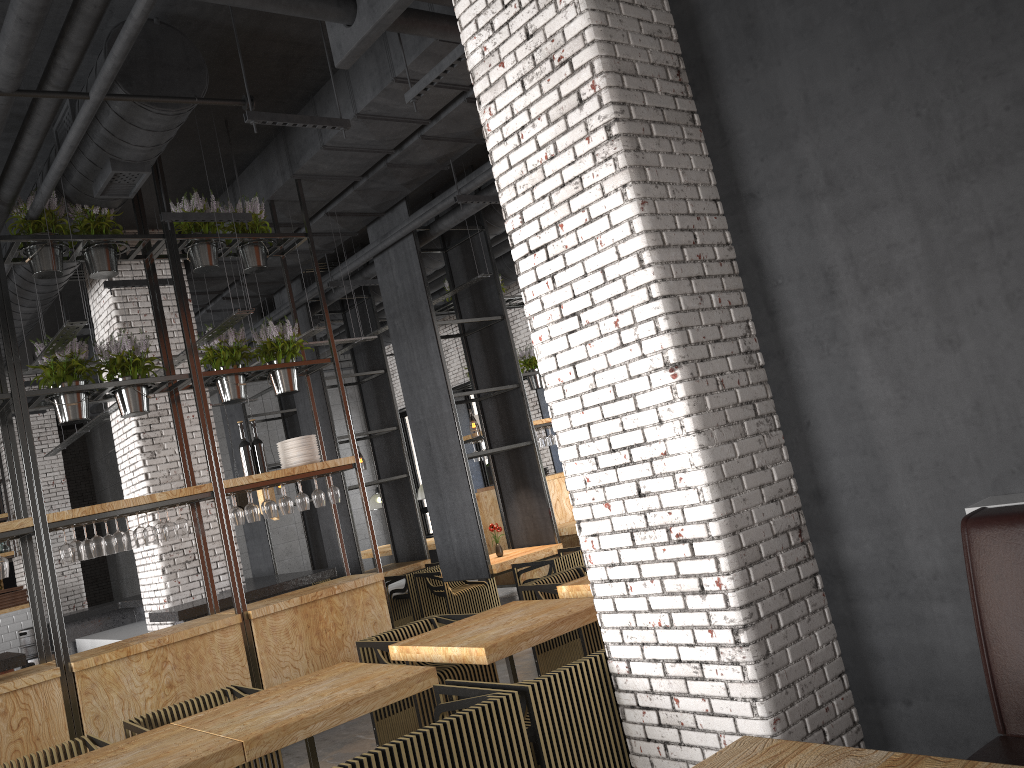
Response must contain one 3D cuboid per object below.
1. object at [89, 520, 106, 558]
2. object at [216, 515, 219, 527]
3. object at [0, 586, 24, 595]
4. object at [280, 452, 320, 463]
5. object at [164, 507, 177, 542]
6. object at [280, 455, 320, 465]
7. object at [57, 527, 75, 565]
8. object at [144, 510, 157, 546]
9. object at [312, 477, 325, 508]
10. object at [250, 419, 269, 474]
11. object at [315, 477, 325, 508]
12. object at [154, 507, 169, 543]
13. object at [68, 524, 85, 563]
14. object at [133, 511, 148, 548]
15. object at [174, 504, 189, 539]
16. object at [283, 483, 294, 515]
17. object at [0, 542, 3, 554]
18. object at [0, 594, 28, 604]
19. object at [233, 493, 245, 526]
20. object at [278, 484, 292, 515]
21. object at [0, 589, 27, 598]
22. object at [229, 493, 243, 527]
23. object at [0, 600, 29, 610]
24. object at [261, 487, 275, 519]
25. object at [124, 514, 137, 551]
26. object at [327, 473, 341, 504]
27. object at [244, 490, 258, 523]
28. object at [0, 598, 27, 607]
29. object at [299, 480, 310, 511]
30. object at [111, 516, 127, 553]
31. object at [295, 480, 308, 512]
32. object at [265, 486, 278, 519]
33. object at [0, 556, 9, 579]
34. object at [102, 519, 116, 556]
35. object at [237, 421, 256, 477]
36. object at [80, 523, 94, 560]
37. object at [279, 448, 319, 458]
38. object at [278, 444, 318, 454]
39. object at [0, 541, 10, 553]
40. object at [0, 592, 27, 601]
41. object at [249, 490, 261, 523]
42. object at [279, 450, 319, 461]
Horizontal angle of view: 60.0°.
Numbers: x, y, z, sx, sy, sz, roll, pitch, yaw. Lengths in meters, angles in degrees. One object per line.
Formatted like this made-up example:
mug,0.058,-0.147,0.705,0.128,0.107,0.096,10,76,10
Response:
object,-2.928,1.083,6.245,0.101,0.268,0.100,-10,-7,-25
object,-2.329,1.028,7.104,0.101,0.268,0.100,-13,-6,-3
object,-7.710,3.163,13.466,0.407,0.094,0.634,-8,-7,-42
object,-1.793,0.634,7.506,0.334,0.040,0.334,-14,-6,14
object,-2.649,1.077,6.839,0.101,0.268,0.100,-10,-7,-25
object,-1.788,0.653,7.504,0.334,0.037,0.334,-15,-6,17
object,-3.206,1.161,6.376,0.101,0.268,0.100,-10,-7,-25
object,-2.762,1.094,6.745,0.101,0.268,0.100,-10,-7,-25
object,-1.614,0.885,7.336,0.101,0.268,0.101,-15,-7,14
object,-2.094,0.523,7.303,0.098,0.472,0.098,-14,-7,13
object,-1.674,0.929,7.649,0.101,0.268,0.101,-15,-7,14
object,-2.589,1.032,6.526,0.101,0.268,0.100,-10,-7,-25
object,-3.034,1.099,6.157,0.101,0.268,0.100,-10,-7,-25
object,-2.702,1.049,6.433,0.101,0.268,0.100,-10,-7,-25
object,-2.477,1.015,6.620,0.101,0.268,0.100,-10,-7,-25
object,-1.900,0.963,7.461,0.101,0.268,0.101,-15,-7,14
object,-8.153,2.504,14.015,0.157,0.406,0.105,-8,-8,-35
object,-7.678,3.300,13.532,0.405,0.044,0.633,-8,-7,-43
object,-2.231,1.013,7.186,0.101,0.268,0.100,-13,-6,-3
object,-1.840,0.919,7.149,0.101,0.268,0.101,-15,-7,14
object,-7.698,3.214,13.542,0.405,0.044,0.634,-7,-8,-46
object,-2.157,0.967,6.886,0.101,0.268,0.100,-13,-6,-3
object,-7.658,3.386,13.522,0.405,0.044,0.633,-8,-8,-44
object,-1.953,0.936,7.055,0.101,0.268,0.101,-15,-7,14
object,-2.875,1.111,6.651,0.101,0.268,0.100,-10,-7,-25
object,-1.502,0.868,7.430,0.101,0.268,0.101,-15,-7,14
object,-2.059,0.952,6.967,0.101,0.268,0.100,-13,-6,-3
object,-7.668,3.343,13.527,0.405,0.044,0.633,-9,-7,-37
object,-1.787,0.946,7.555,0.101,0.268,0.101,-15,-7,14
object,-2.815,1.066,6.339,0.101,0.268,0.100,-10,-7,-25
object,-1.727,0.902,7.243,0.101,0.268,0.101,-15,-7,14
object,-2.013,0.980,7.367,0.101,0.268,0.101,-15,-7,14
object,-3.390,1.153,5.861,0.101,0.268,0.100,-12,-6,-9
object,-2.988,1.128,6.557,0.101,0.268,0.100,-10,-7,-25
object,-2.176,0.535,7.234,0.098,0.472,0.098,-14,-7,13
object,-3.101,1.145,6.464,0.101,0.268,0.100,-10,-7,-25
object,-1.801,0.596,7.510,0.335,0.040,0.333,-11,-6,-17
object,-1.810,0.562,7.514,0.334,0.043,0.335,-17,-7,34
object,-7.937,2.552,13.881,0.118,0.181,0.118,-11,-6,-16
object,-7.688,3.257,13.537,0.405,0.044,0.633,-9,-7,-39
object,-2.126,0.997,7.274,0.101,0.268,0.101,-15,-7,14
object,-1.797,0.615,7.509,0.334,0.039,0.334,-15,-6,17
